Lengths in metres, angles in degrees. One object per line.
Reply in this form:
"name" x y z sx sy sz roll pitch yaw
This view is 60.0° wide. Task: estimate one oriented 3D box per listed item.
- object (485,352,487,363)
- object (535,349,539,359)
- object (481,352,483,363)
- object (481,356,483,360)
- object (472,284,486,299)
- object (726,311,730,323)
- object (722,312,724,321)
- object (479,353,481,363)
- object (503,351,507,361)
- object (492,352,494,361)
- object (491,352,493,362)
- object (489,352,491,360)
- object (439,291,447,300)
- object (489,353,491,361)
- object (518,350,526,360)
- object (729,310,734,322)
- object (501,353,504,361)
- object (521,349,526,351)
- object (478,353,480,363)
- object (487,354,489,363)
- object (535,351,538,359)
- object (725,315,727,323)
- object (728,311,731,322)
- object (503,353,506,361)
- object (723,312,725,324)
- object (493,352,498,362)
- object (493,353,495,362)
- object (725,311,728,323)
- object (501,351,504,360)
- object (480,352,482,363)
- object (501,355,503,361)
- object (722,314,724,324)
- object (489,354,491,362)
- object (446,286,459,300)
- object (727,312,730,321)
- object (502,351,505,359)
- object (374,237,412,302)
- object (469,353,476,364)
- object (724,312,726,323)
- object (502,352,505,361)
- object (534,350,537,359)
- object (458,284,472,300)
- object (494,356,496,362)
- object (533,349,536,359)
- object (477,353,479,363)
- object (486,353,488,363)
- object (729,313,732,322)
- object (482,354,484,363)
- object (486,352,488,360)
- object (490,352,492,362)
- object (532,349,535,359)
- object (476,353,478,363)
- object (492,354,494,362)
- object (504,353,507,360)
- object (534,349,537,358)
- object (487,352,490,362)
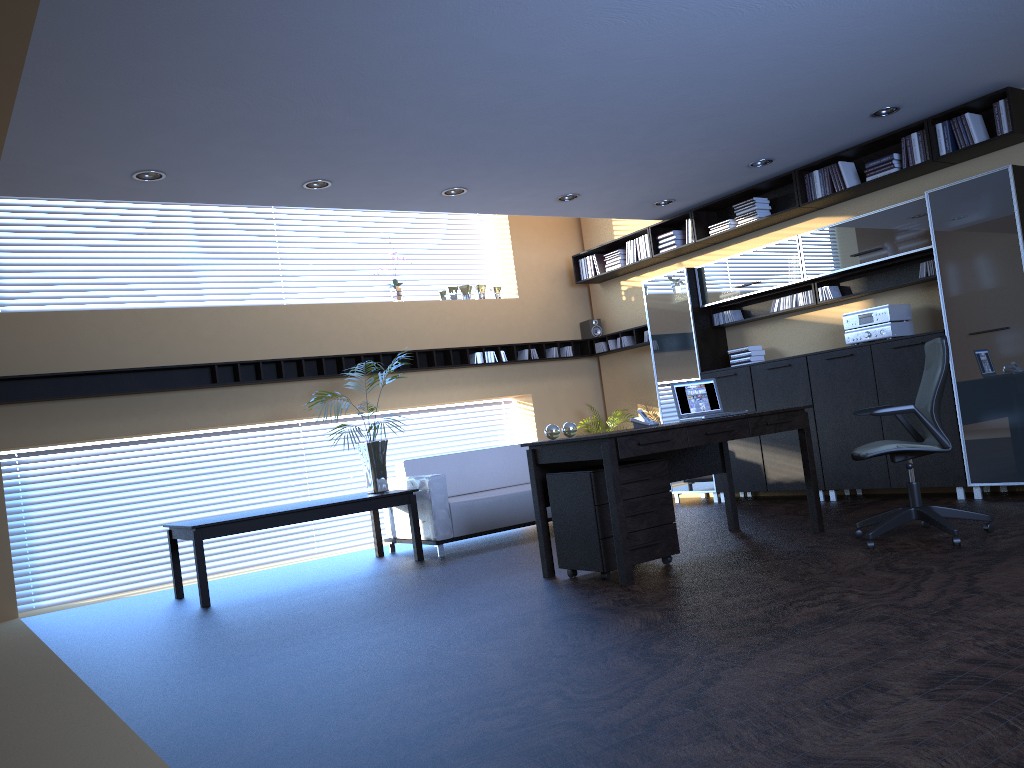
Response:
"object" -0.327 -0.288 9.947 0.009 0.120 0.142 -6 -3 -35
"object" 0.248 -0.342 10.343 0.040 0.118 0.142 -6 -3 -35
"object" -0.373 -0.284 9.916 0.006 0.118 0.140 -6 -3 -35
"object" -0.373 -0.284 9.918 0.009 0.120 0.142 -6 -3 -35
"object" -0.376 -1.050 10.236 0.144 0.173 0.137 -5 -3 -44
"object" 2.228 -0.681 8.978 0.142 0.120 0.009 -6 -2 -35
"object" 2.199 -0.675 9.019 0.142 0.120 0.009 -6 -2 -34
"object" -0.396 -0.282 9.897 0.009 0.120 0.142 -6 -3 -34
"object" -0.116 -0.307 10.092 0.040 0.118 0.142 -6 -3 -35
"object" -0.252 -0.295 10.001 0.009 0.120 0.142 -6 -3 -35
"object" -0.267 -0.294 9.987 0.009 0.120 0.142 -6 -3 -35
"object" -0.282 -0.293 9.974 0.006 0.118 0.140 -6 -3 -35
"object" -0.773 -0.982 9.958 0.089 0.113 0.094 -8 -2 1
"object" -0.284 -0.293 9.976 0.009 0.120 0.142 -6 -3 -35
"object" 0.111 -0.329 10.247 0.040 0.118 0.142 -6 -3 -35
"object" 2.252 -0.686 8.932 0.142 0.120 0.030 -6 -2 -34
"object" -0.150 -0.305 10.063 0.026 0.117 0.140 -6 -3 -34
"object" 0.110 -0.328 10.249 0.041 0.122 0.142 -6 -3 -35
"object" -0.405 -0.281 9.891 0.009 0.120 0.142 -6 -3 -35
"object" -0.310 -0.290 9.960 0.006 0.118 0.140 -6 -3 -35
"object" 0.239 -0.342 10.331 0.026 0.117 0.140 -6 -3 -35
"object" 2.213 -0.678 8.992 0.140 0.118 0.006 -6 -2 -35
"object" 2.243 -0.684 8.951 0.142 0.120 0.030 -6 -2 -35
"object" -0.129 -0.307 10.085 0.026 0.117 0.140 -6 -3 -35
"object" 2.202 -0.676 9.009 0.142 0.120 0.009 -6 -2 -35
"object" -0.223 -0.297 10.020 0.040 0.118 0.142 -6 -3 -34
"object" -0.243 -0.296 10.008 0.006 0.118 0.140 -6 -3 -35
"object" 2.219 -0.679 8.984 0.142 0.120 0.009 -6 -2 -35
"object" -0.144 -0.306 10.070 0.030 0.120 0.142 -6 -3 -35
"object" -0.384 -0.283 9.915 0.009 0.120 0.142 -6 -3 -35
"object" -0.152 -0.305 10.064 0.030 0.120 0.142 -6 -3 -35
"object" 2.194 -0.674 9.028 0.142 0.120 0.009 -6 -2 -34
"object" -0.290 -0.292 9.966 0.009 0.120 0.142 -6 -3 -34
"object" -0.668 -1.015 10.033 0.133 0.159 0.126 -7 -2 -14
"object" 2.236 -0.683 8.958 0.140 0.117 0.026 -6 -2 -34
"object" -0.130 -0.306 10.087 0.030 0.120 0.142 -6 -3 -35
"object" -1.255 -1.229 9.665 0.352 0.694 0.437 -9 -2 35
"object" -0.442 -0.276 9.867 0.040 0.118 0.142 -6 -3 -35
"object" 2.208 -0.677 9.001 0.142 0.120 0.009 -6 -2 -34
"object" -0.137 -0.306 10.079 0.030 0.120 0.142 -6 -3 -35
"object" 0.228 -0.341 10.328 0.030 0.120 0.142 -6 -3 -35
"object" -0.524 -1.036 10.137 0.137 0.173 0.144 -8 -2 16
"object" -0.224 -0.296 10.021 0.041 0.122 0.142 -6 -3 -35
"object" 0.221 -0.340 10.319 0.030 0.120 0.142 -6 -3 -35
"object" -0.412 -0.280 9.885 0.009 0.120 0.142 -6 -3 -34
"object" -0.320 -0.289 9.957 0.006 0.118 0.140 -6 -3 -35
"object" 2.252 -0.686 8.944 0.142 0.120 0.030 -6 -2 -35
"object" -0.365 -0.285 9.923 0.006 0.118 0.140 -6 -3 -35
"object" -0.313 -0.289 9.963 0.009 0.120 0.142 -6 -3 -35
"object" -0.274 -0.294 9.980 0.006 0.118 0.140 -6 -3 -35
"object" 0.211 -0.339 10.316 0.030 0.120 0.142 -6 -3 -35
"object" -0.421 -0.280 9.880 0.009 0.120 0.142 -6 -3 -34
"object" -0.257 -0.295 9.991 0.009 0.120 0.142 -6 -3 -35
"object" -0.115 -0.307 10.092 0.036 0.116 0.140 -6 -3 -34
"object" 0.236 -0.341 10.334 0.030 0.120 0.142 -6 -3 -35
"object" -0.299 -0.291 9.962 0.009 0.120 0.142 -6 -3 -35
